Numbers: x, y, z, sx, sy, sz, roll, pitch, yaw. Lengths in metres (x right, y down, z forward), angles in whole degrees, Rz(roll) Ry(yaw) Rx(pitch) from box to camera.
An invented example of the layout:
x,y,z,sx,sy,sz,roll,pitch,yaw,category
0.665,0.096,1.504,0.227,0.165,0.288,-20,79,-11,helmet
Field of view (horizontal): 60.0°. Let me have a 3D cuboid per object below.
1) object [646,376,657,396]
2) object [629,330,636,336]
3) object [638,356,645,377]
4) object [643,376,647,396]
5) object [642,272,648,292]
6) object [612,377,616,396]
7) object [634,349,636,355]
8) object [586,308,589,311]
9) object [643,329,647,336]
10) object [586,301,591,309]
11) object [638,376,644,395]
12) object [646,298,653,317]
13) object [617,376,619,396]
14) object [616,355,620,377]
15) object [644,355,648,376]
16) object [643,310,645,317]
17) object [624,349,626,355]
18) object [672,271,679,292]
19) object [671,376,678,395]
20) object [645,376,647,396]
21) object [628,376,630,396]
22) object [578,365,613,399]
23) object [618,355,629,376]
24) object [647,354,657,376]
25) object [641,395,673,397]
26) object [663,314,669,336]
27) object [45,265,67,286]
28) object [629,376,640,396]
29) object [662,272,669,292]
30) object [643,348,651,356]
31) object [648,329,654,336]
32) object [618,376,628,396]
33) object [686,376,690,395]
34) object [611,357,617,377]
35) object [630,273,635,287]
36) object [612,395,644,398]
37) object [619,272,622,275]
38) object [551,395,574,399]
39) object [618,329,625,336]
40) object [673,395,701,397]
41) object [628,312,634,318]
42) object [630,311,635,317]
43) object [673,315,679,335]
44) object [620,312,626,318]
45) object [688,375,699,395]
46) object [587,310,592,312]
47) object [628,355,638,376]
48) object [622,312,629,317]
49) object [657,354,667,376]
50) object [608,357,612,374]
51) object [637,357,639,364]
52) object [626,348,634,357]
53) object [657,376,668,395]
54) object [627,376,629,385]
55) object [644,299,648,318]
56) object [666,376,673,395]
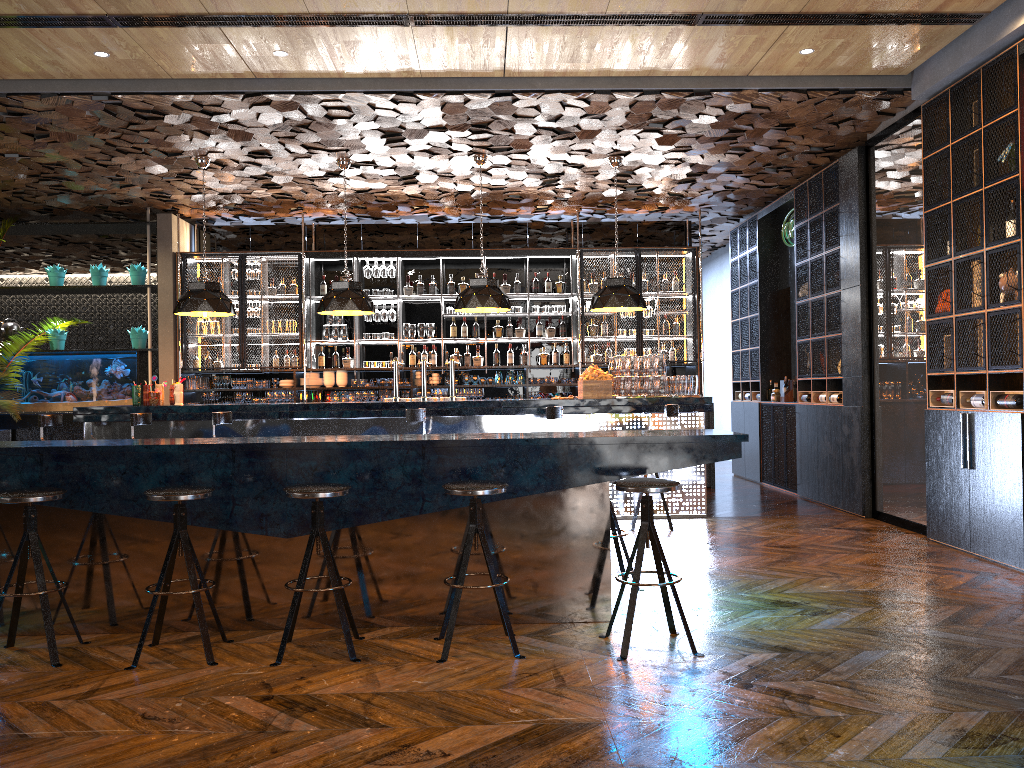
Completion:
x,y,z,sx,sy,sz,roll,pitch,yaw,category
1.364,0.024,8.668,0.105,0.209,0.105,-1,0,23,object
1.586,-0.669,11.685,0.089,0.092,0.089,-1,0,-1,object
1.353,-0.181,9.177,0.105,0.209,0.105,-1,0,23,object
1.369,0.026,8.902,0.105,0.209,0.105,-1,0,23,object
1.746,-1.336,11.722,0.083,0.282,0.083,-1,0,-17,object
1.056,0.032,9.097,0.105,0.209,0.105,-1,0,23,object
1.665,-0.362,11.684,0.105,0.209,0.105,-1,0,-17,object
1.012,-1.007,11.620,0.089,0.092,0.089,-1,0,24,object
1.731,-0.671,11.628,0.089,0.092,0.089,-1,0,-17,object
1.011,-1.033,11.620,0.089,0.092,0.089,-1,0,24,object
1.338,0.028,9.115,0.105,0.209,0.105,-1,0,23,object
1.797,-1.008,11.629,0.092,0.244,0.092,-1,0,-7,object
1.091,0.029,8.765,0.105,0.209,0.105,-1,0,23,object
1.084,-0.179,8.828,0.105,0.209,0.105,-1,0,23,object
1.366,-0.184,8.846,0.105,0.209,0.105,-1,0,23,object
1.693,-1.006,11.626,0.092,0.244,0.092,-1,0,-7,object
1.535,-0.360,11.732,0.105,0.209,0.105,-1,0,-17,object
2.167,-1.350,11.762,0.086,0.298,0.086,-1,-1,-38,object
1.662,0.023,8.944,0.105,0.209,0.105,-1,0,23,object
1.373,0.025,8.783,0.105,0.209,0.105,-1,0,23,object
1.199,0.027,8.776,0.105,0.209,0.105,-1,0,23,object
0.831,-0.022,8.766,0.340,0.332,0.464,-1,0,1,object
1.097,-0.180,8.712,0.105,0.209,0.105,-1,0,23,object
1.379,-0.185,8.730,0.105,0.209,0.105,-1,0,23,object
1.422,0.121,8.807,0.273,0.019,0.437,-1,0,-2,object
2.036,-0.777,11.730,0.086,0.299,0.086,-1,-1,-43,object
-5.868,-1.387,11.405,0.265,0.325,0.245,-1,-1,-38,object
1.192,0.027,8.667,0.105,0.209,0.105,-1,0,23,object
2.028,-1.339,11.731,0.083,0.282,0.083,-1,0,13,object
1.775,-0.365,11.628,0.105,0.209,0.105,-1,0,-17,object
1.829,-0.673,11.677,0.089,0.092,0.089,-1,0,-17,object
1.082,0.028,8.650,0.105,0.209,0.105,-1,0,23,object
1.729,0.021,8.826,0.105,0.209,0.105,-1,0,23,object
1.071,-0.177,9.159,0.105,0.209,0.105,-1,0,23,object
1.589,-1.331,11.718,0.123,0.279,0.123,-1,0,2,object
1.140,0.125,8.790,0.273,0.019,0.437,-1,0,-2,object
1.433,-1.331,11.712,0.083,0.282,0.083,-1,0,-2,object
0.486,0.134,8.657,0.198,0.045,0.377,-1,-1,37,object
1.435,-0.667,11.623,0.089,0.092,0.089,-1,0,-17,object
1.703,0.117,8.829,0.273,0.019,0.437,-1,0,-2,object
1.589,-1.004,11.788,0.092,0.244,0.092,-1,0,-7,object
1.594,-1.005,11.623,0.092,0.244,0.092,-1,0,-7,object
2.172,-0.771,11.730,0.083,0.282,0.083,-1,0,8,object
1.479,-1.002,11.785,0.092,0.244,0.092,-1,0,-7,object
1.781,0.020,8.707,0.105,0.209,0.105,-1,0,-27,object
1.012,-0.985,11.620,0.089,0.092,0.089,-1,0,24,object
1.188,-0.182,8.719,0.105,0.209,0.105,-1,0,23,object
1.484,-1.003,11.620,0.092,0.244,0.092,-1,0,-7,object
1.470,-0.186,8.737,0.105,0.209,0.105,-1,0,23,object
1.058,-0.175,9.275,0.105,0.209,0.105,-1,0,23,object
1.340,-0.180,9.293,0.105,0.209,0.105,-1,0,23,object
1.546,-0.361,11.618,0.105,0.209,0.105,-1,0,-17,object
1.475,0.022,8.684,0.105,0.209,0.105,-1,0,23,object
1.203,0.028,8.899,0.105,0.209,0.105,-1,0,23,object
1.792,-1.007,11.794,0.092,0.244,0.092,-1,0,-7,object
1.646,0.025,9.163,0.105,0.209,0.105,-1,0,-27,object
